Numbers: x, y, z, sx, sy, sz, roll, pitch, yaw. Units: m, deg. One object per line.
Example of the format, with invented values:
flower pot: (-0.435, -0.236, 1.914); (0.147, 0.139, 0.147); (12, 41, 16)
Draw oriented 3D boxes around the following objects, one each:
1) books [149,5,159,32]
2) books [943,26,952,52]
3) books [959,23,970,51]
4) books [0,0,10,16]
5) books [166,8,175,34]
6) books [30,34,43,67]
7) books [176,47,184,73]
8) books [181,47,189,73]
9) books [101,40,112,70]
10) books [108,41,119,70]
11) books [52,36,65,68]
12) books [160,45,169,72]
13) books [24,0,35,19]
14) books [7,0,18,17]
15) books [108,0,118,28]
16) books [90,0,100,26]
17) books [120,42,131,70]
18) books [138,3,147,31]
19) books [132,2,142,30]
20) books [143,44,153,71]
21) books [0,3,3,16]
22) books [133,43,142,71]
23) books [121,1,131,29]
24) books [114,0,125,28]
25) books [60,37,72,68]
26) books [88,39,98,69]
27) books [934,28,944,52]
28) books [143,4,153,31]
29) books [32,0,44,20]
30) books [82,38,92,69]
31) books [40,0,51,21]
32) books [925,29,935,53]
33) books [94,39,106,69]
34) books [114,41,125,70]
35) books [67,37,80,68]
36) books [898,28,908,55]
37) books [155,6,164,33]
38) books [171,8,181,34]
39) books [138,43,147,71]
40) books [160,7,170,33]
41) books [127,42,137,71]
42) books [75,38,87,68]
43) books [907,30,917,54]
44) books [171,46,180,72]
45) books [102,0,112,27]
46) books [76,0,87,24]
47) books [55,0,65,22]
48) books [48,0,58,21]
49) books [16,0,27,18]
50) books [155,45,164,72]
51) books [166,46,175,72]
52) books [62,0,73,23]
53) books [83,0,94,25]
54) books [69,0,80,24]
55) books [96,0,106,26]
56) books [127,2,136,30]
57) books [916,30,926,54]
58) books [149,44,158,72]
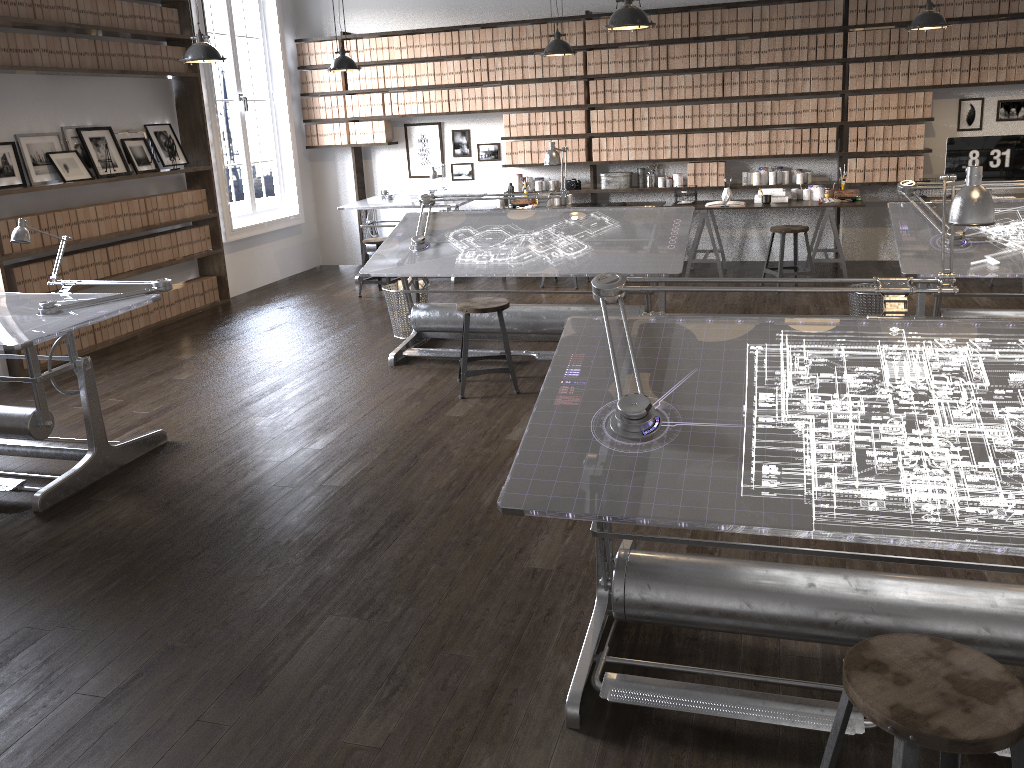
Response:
books: (-3.050, -3.027, 7.374); (0.174, 0.223, 0.067); (2, 15, 17)
books: (3.762, -2.989, 7.678); (0.067, 0.223, 0.177); (1, 16, 17)
books: (3.891, -2.983, 7.636); (0.067, 0.223, 0.177); (1, 16, 17)
books: (-3.487, -2.569, 5.955); (0.174, 0.223, 0.067); (2, 15, 17)
books: (-2.992, -3.093, 7.579); (0.174, 0.223, 0.067); (2, 15, 17)
books: (-3.410, -2.332, 6.220); (0.174, 0.223, 0.067); (2, 15, 17)
books: (-2.960, -2.810, 7.701); (0.174, 0.223, 0.067); (2, 15, 17)
books: (-2.941, -2.831, 7.767); (0.174, 0.223, 0.067); (2, 15, 17)
books: (-3.214, -2.543, 6.874); (0.174, 0.223, 0.067); (2, 15, 17)
books: (-3.190, -2.564, 6.939); (0.174, 0.223, 0.067); (2, 15, 17)
books: (-3.354, -2.395, 6.418); (0.174, 0.223, 0.067); (2, 15, 17)
books: (-3.016, -2.750, 7.514); (0.174, 0.223, 0.067); (2, 15, 17)
books: (-3.427, -2.632, 6.153); (0.174, 0.223, 0.067); (2, 15, 17)
books: (-3.467, -2.590, 6.021); (0.174, 0.223, 0.067); (2, 15, 17)
books: (-3.189, -2.883, 6.929); (0.174, 0.223, 0.067); (2, 15, 17)
books: (-3.247, -2.821, 6.738); (0.174, 0.223, 0.067); (2, 15, 17)
books: (-3.154, -2.606, 7.071); (0.174, 0.223, 0.067); (2, 15, 17)
books: (-3.094, -2.985, 7.244); (0.174, 0.223, 0.067); (2, 15, 17)
books: (-3.107, -2.964, 7.180); (0.174, 0.223, 0.068); (2, 15, 17)
books: (-3.073, -2.687, 7.319); (0.174, 0.223, 0.068); (2, 15, 17)
books: (-3.500, -2.548, 5.891); (0.174, 0.223, 0.068); (2, 15, 17)
books: (-3.115, -2.646, 7.195); (0.174, 0.223, 0.067); (2, 15, 17)
books: (-3.147, -2.926, 7.061); (0.174, 0.223, 0.067); (2, 15, 17)
books: (-3.165, -2.904, 6.993); (0.174, 0.223, 0.068); (2, 15, 17)
books: (-3.330, -2.416, 6.482); (0.174, 0.223, 0.067); (2, 15, 17)
books: (-3.256, -2.498, 6.736); (0.174, 0.223, 0.067); (2, 15, 17)
books: (3.697, -2.990, 7.693); (0.067, 0.223, 0.177); (1, 16, 17)
books: (-3.074, -3.006, 7.310); (0.174, 0.223, 0.067); (2, 15, 17)
books: (-3.401, -2.655, 6.221); (0.174, 0.223, 0.068); (2, 15, 17)
books: (-3.273, -2.478, 6.675); (0.174, 0.223, 0.067); (2, 15, 17)
books: (-3.385, -2.677, 6.291); (0.174, 0.223, 0.067); (2, 15, 17)
books: (3.634, -2.994, 7.717); (0.067, 0.223, 0.177); (1, 16, 17)
books: (-3.230, -2.520, 6.803); (0.174, 0.223, 0.068); (2, 15, 17)
books: (-3.174, -2.585, 7.005); (0.174, 0.223, 0.067); (2, 15, 17)
books: (-3.307, -2.438, 6.548); (0.174, 0.223, 0.067); (2, 15, 17)
books: (3.431, -3.002, 7.779); (0.067, 0.223, 0.177); (1, 16, 17)
books: (-3.034, -3.048, 7.441); (0.174, 0.223, 0.067); (2, 15, 17)
books: (-2.968, -3.116, 7.649); (0.174, 0.223, 0.067); (2, 15, 17)
books: (-3.095, -2.665, 7.253); (0.174, 0.223, 0.067); (2, 15, 17)
books: (-3.008, -3.071, 7.509); (0.174, 0.223, 0.068); (2, 15, 17)
books: (-3.129, -2.626, 7.132); (0.174, 0.223, 0.068); (2, 15, 17)
books: (-3.286, -2.459, 6.615); (0.174, 0.223, 0.068); (2, 15, 17)
books: (3.497, -2.998, 7.754); (0.067, 0.223, 0.176); (1, 16, 17)
books: (-2.973, -2.791, 7.642); (0.174, 0.223, 0.068); (2, 15, 17)
books: (-3.210, -2.862, 6.865); (0.174, 0.223, 0.067); (2, 15, 17)
books: (-3.282, -2.781, 6.612); (0.174, 0.223, 0.068); (2, 15, 17)
books: (-3.342, -2.715, 6.408); (0.174, 0.223, 0.068); (2, 15, 17)
books: (-3.364, -2.697, 6.351); (0.174, 0.223, 0.067); (2, 15, 17)
books: (-3.443, -2.611, 6.086); (0.174, 0.223, 0.067); (2, 15, 17)
books: (-3.039, -2.729, 7.451); (0.174, 0.223, 0.067); (2, 15, 17)
books: (-2.992, -2.771, 7.580); (0.174, 0.223, 0.067); (2, 15, 17)
books: (-3.322, -2.737, 6.475); (0.174, 0.223, 0.067); (2, 15, 17)
books: (-3.263, -2.803, 6.679); (0.174, 0.223, 0.067); (2, 15, 17)
books: (-3.304, -2.759, 6.543); (0.174, 0.223, 0.067); (2, 15, 17)
books: (-3.223, -2.841, 6.798); (0.174, 0.223, 0.068); (2, 15, 17)
books: (-3.131, -2.945, 7.119); (0.174, 0.223, 0.067); (2, 15, 17)
books: (3.566, -2.997, 7.738); (0.067, 0.223, 0.176); (1, 16, 17)
books: (-3.057, -2.708, 7.385); (0.174, 0.223, 0.067); (2, 15, 17)
